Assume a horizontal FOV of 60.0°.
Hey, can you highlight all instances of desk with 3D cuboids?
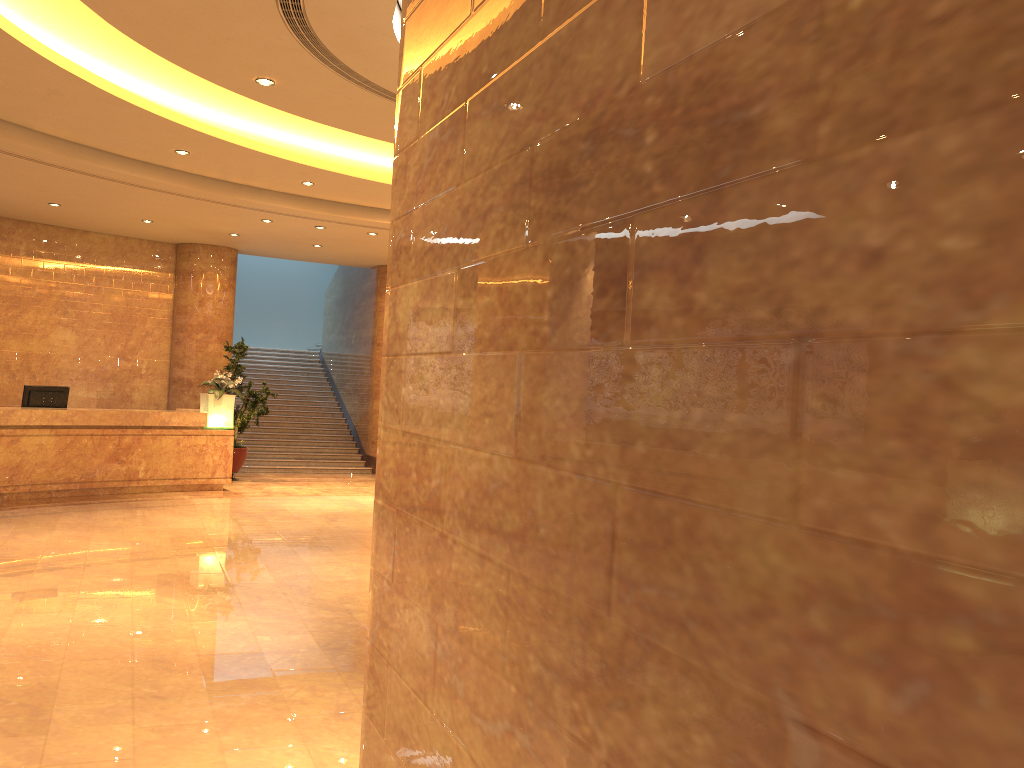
[{"bbox_3d":[-6.954,0.837,8.045,3.466,1.155,12.951,3,0,11],"label":"desk"}]

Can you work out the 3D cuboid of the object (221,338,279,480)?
[{"bbox_3d":[-4.555,0.403,14.795,0.843,2.363,1.250,3,0,-43],"label":"object"}]

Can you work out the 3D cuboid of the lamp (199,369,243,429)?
[{"bbox_3d":[-4.374,0.208,13.362,0.606,0.897,0.532,3,0,-44],"label":"lamp"}]

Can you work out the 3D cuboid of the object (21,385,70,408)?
[{"bbox_3d":[-6.320,0.273,12.007,0.531,0.500,0.430,3,0,-16],"label":"object"}]

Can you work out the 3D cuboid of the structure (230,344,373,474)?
[{"bbox_3d":[-5.062,-1.202,19.477,9.849,5.560,7.472,3,0,-23],"label":"structure"}]
